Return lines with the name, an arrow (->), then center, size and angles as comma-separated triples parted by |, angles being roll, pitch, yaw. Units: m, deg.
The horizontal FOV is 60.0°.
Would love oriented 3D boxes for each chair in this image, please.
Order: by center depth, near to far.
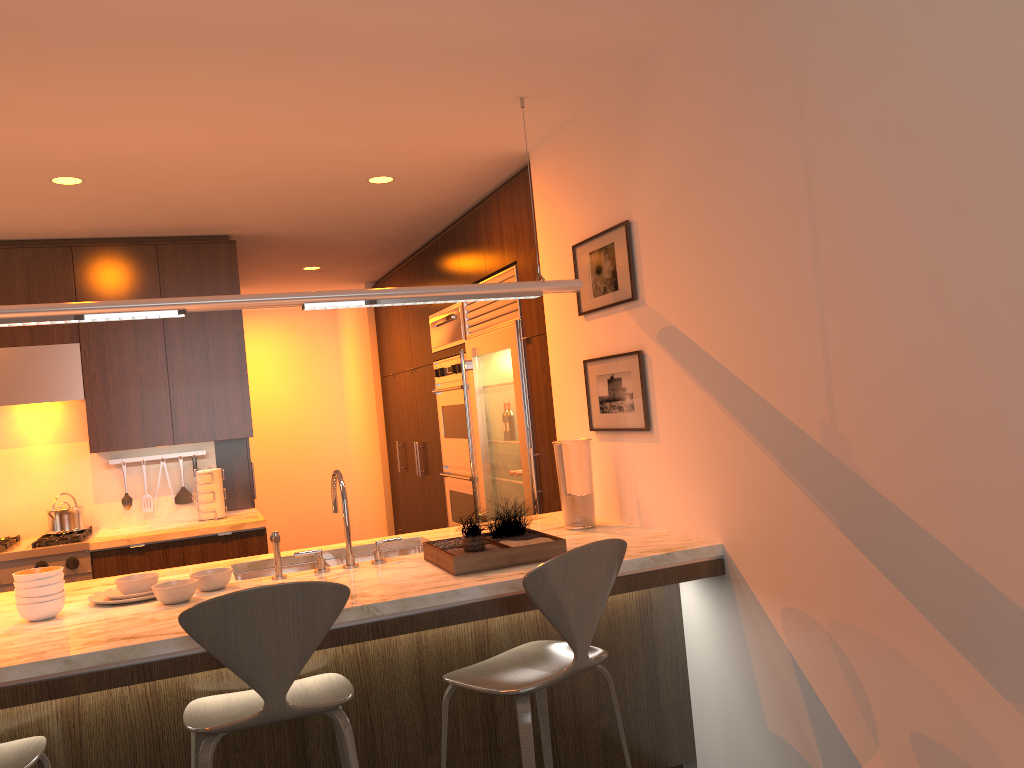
chair -> -1.371, 1.098, 2.115 | 0.520, 1.047, 0.506 | -5, -1, -15
chair -> -0.646, 1.034, 2.430 | 0.520, 1.047, 0.506 | -5, -1, -20
chair -> 0.093, 0.965, 2.541 | 0.506, 1.047, 0.520 | -6, -1, 45

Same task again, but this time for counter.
counter -> -0.798, 0.684, 3.022 | 2.711, 0.038, 1.280 | -5, -1, -20
counter -> -3.020, 0.918, 4.208 | 3.616, 0.038, 3.187 | -5, -1, -20

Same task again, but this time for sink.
sink -> -0.654, 0.784, 3.387 | 0.813, 0.176, 0.457 | -5, -1, -20

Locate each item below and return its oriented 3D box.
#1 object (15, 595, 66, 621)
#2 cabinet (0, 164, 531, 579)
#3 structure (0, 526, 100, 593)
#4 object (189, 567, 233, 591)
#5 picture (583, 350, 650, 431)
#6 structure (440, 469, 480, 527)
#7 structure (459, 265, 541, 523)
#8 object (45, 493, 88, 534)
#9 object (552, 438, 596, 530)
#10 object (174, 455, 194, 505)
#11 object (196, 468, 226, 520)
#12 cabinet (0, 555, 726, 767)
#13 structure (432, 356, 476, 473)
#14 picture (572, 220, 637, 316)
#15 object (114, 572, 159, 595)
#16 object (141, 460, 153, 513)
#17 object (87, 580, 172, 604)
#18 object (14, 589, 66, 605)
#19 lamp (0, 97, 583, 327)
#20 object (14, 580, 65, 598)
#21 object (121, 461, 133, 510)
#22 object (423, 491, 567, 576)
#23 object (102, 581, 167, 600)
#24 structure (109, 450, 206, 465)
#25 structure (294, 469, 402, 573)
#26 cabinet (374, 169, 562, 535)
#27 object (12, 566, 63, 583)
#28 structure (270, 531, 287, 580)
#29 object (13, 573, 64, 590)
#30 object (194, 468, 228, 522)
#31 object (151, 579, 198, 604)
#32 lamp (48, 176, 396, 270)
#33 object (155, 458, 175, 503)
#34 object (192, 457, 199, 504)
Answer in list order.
object -> -1.447, 0.693, 2.728 | 0.140, 0.059, 0.139 | -5, -1, -29
cabinet -> -1.769, 0.179, 3.452 | 5.521, 2.997, 7.728 | -5, -1, -20
structure -> -2.829, 0.877, 4.778 | 1.067, 0.422, 0.824 | -5, -1, -20
object -> -0.998, 0.654, 2.949 | 0.139, 0.059, 0.138 | -6, -1, 5
picture -> 0.404, 0.037, 3.500 | 0.012, 0.300, 0.496 | -5, -1, -20
structure -> -0.323, 0.834, 5.732 | 0.064, 0.544, 0.710 | -5, -1, -20
structure -> 0.212, 0.453, 5.031 | 0.687, 2.129, 0.915 | -5, -1, -20
object -> -2.539, 0.727, 5.042 | 0.221, 0.218, 0.221 | -5, -1, -36
object -> 0.255, 0.398, 3.530 | 0.159, 0.349, 0.159 | -6, -1, 43
object -> -1.999, 0.580, 5.380 | 0.112, 0.303, 0.036 | -5, -1, -20
object -> -1.770, 0.646, 5.211 | 0.144, 0.286, 0.149 | -5, -1, -39
cabinet -> -0.754, 1.139, 3.013 | 2.713, 0.876, 1.281 | -5, -1, -20
structure -> -0.066, 0.454, 5.847 | 0.687, 1.294, 0.743 | -5, -1, -20
picture -> 0.357, -0.446, 3.511 | 0.012, 0.298, 0.493 | -5, -1, -20
object -> -1.246, 0.672, 2.953 | 0.139, 0.059, 0.138 | -6, -1, 5
object -> -2.188, 0.608, 5.293 | 0.066, 0.314, 0.004 | -5, -1, -20
object -> -1.243, 0.697, 2.953 | 0.310, 0.021, 0.309 | -5, -1, -20
object -> -1.449, 0.668, 2.729 | 0.140, 0.068, 0.139 | -5, -1, -38
lamp -> -0.935, -0.622, 3.004 | 2.465, 0.765, 0.120 | -5, -1, -20
object -> -1.451, 0.647, 2.729 | 0.140, 0.062, 0.139 | -5, -1, -20
object -> -2.288, 0.601, 5.253 | 0.061, 0.296, 0.020 | -5, -1, -22
object -> -0.038, 0.478, 3.082 | 0.497, 0.231, 0.503 | -5, -1, -20
object -> -1.244, 0.693, 2.953 | 0.217, 0.025, 0.216 | -5, -1, -3
structure -> -2.127, 0.441, 5.331 | 0.541, 0.031, 0.048 | -5, -1, -17
structure -> -0.572, 0.475, 3.159 | 0.310, 0.341, 0.321 | -6, -1, 17
cabinet -> -0.152, 0.300, 6.074 | 0.690, 2.540, 3.924 | -5, -1, -20
object -> -1.456, 0.604, 2.730 | 0.140, 0.062, 0.139 | -5, -1, -12
structure -> -0.802, 0.585, 3.032 | 0.050, 0.161, 0.067 | -5, -1, -20
object -> -1.453, 0.625, 2.729 | 0.139, 0.064, 0.140 | -6, -1, 44
object -> -1.779, 0.645, 5.215 | 0.160, 0.304, 0.168 | -6, -1, 23
object -> -1.057, 0.656, 2.789 | 0.139, 0.059, 0.138 | -6, -1, 5
lamp -> -8.776, -0.342, 2.965 | 16.431, 0.171, 5.868 | -5, -1, -21
object -> -2.097, 0.581, 5.327 | 0.114, 0.271, 0.008 | -5, -1, -20
object -> -1.920, 0.587, 5.392 | 0.063, 0.281, 0.063 | -5, -1, -43
